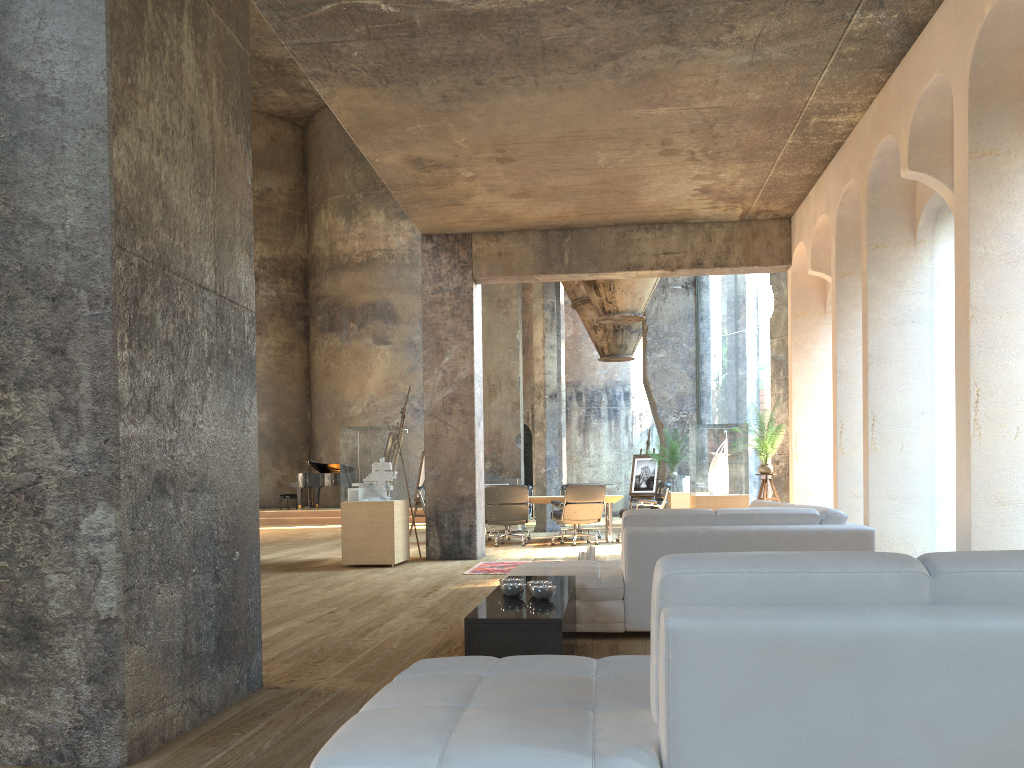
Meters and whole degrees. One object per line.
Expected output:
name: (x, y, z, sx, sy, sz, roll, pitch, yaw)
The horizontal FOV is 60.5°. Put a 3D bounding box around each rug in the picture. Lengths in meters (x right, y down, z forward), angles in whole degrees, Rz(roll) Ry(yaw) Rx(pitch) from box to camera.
rug: (0.798, 1.918, 9.213, 2.463, 0.009, 1.352, -2, -7, 6)

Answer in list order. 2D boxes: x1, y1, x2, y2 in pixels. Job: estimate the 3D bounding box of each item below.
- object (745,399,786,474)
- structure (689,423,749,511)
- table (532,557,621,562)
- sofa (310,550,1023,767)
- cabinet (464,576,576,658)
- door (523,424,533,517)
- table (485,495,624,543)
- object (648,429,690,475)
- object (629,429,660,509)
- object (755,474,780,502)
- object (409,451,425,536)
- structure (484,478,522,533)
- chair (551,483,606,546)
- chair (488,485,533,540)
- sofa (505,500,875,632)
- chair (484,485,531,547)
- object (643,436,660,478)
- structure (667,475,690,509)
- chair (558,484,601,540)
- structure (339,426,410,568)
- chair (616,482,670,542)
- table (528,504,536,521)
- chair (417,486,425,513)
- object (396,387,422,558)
object: (3.129, 0.649, 10.855, 0.688, 0.939, 0.862, -1, -2, -3)
structure: (2.456, 1.273, 10.457, 0.594, 1.546, 0.743, -1, 0, 6)
table: (0.612, 1.590, 7.349, 0.860, 0.246, 0.371, -1, -4, 6)
sofa: (0.666, 0.738, 2.101, 2.068, 0.720, 1.075, -1, -4, 6)
cabinet: (0.074, 1.153, 4.071, 0.396, 0.368, 1.568, -1, -6, 6)
door: (0.390, 2.410, 24.599, 0.111, 2.630, 0.903, -2, 1, -42)
table: (0.492, 2.078, 13.497, 2.410, 0.699, 1.109, -1, -4, 6)
object: (2.837, 1.248, 15.964, 0.859, 0.939, 0.689, -1, -2, 9)
object: (2.996, 2.054, 19.562, 0.702, 2.145, 0.683, -1, 0, 35)
object: (3.081, 1.600, 10.873, 0.658, 0.972, 0.572, 0, -1, -30)
object: (-1.405, 1.698, 15.939, 0.702, 2.145, 0.683, -1, 0, 38)
structure: (-0.228, 2.286, 16.529, 0.743, 1.014, 0.737, -1, -2, 6)
chair: (0.925, 1.891, 12.755, 0.729, 0.891, 0.824, 0, -3, -20)
chair: (-0.030, 2.087, 14.316, 0.730, 0.891, 0.823, -1, -3, 13)
sofa: (1.103, 1.217, 6.282, 2.064, 0.720, 2.941, -1, -6, 6)
chair: (-0.083, 1.915, 12.831, 0.729, 0.891, 0.824, -1, -2, 0)
object: (3.114, 1.529, 18.409, 0.689, 0.939, 0.860, -2, -3, 27)
structure: (3.033, 2.044, 14.867, 0.735, 1.014, 0.745, -1, -2, 6)
chair: (1.080, 2.057, 14.198, 0.730, 0.891, 0.824, -1, -2, 7)
structure: (-1.542, 1.275, 9.955, 0.594, 1.546, 0.743, -1, 0, 6)
chair: (1.972, 1.943, 13.336, 0.821, 0.892, 0.732, -1, -2, 0)
table: (0.965, 2.870, 19.703, 1.871, 0.546, 0.945, -1, -5, 6)
chair: (-1.054, 2.027, 13.669, 0.821, 0.892, 0.732, -1, -2, 2)
object: (-1.474, 1.105, 10.839, 0.685, 2.145, 0.701, -1, 0, 5)
